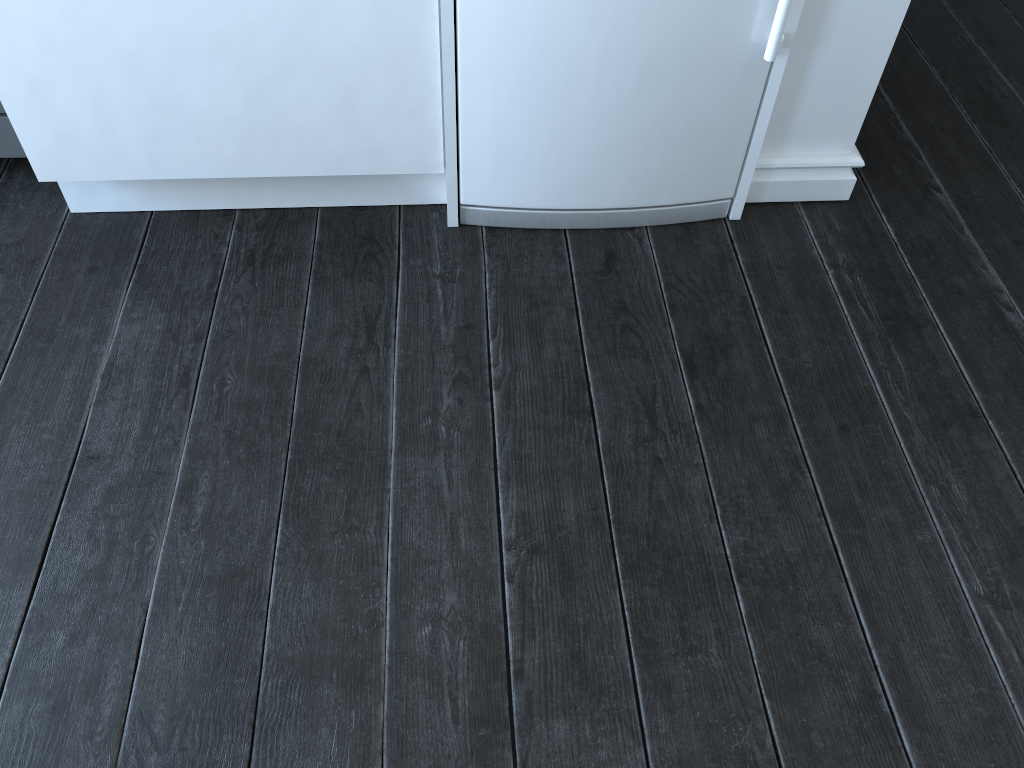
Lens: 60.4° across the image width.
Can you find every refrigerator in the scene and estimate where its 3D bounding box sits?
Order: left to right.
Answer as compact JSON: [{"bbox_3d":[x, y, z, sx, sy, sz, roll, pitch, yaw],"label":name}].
[{"bbox_3d":[0.185,-1.119,1.415,0.576,1.697,0.722,-2,51,-4],"label":"refrigerator"}]

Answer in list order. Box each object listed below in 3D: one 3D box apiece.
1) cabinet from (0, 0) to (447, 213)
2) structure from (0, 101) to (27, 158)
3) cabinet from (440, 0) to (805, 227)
[{"bbox_3d":[-1.693,-0.905,1.774,3.183,0.769,0.773,4,50,2],"label":"cabinet"},{"bbox_3d":[-1.289,-0.985,1.731,0.700,0.960,0.765,-2,50,-4],"label":"structure"},{"bbox_3d":[-1.351,-1.359,1.210,3.788,2.235,0.827,1,50,-1],"label":"cabinet"}]
